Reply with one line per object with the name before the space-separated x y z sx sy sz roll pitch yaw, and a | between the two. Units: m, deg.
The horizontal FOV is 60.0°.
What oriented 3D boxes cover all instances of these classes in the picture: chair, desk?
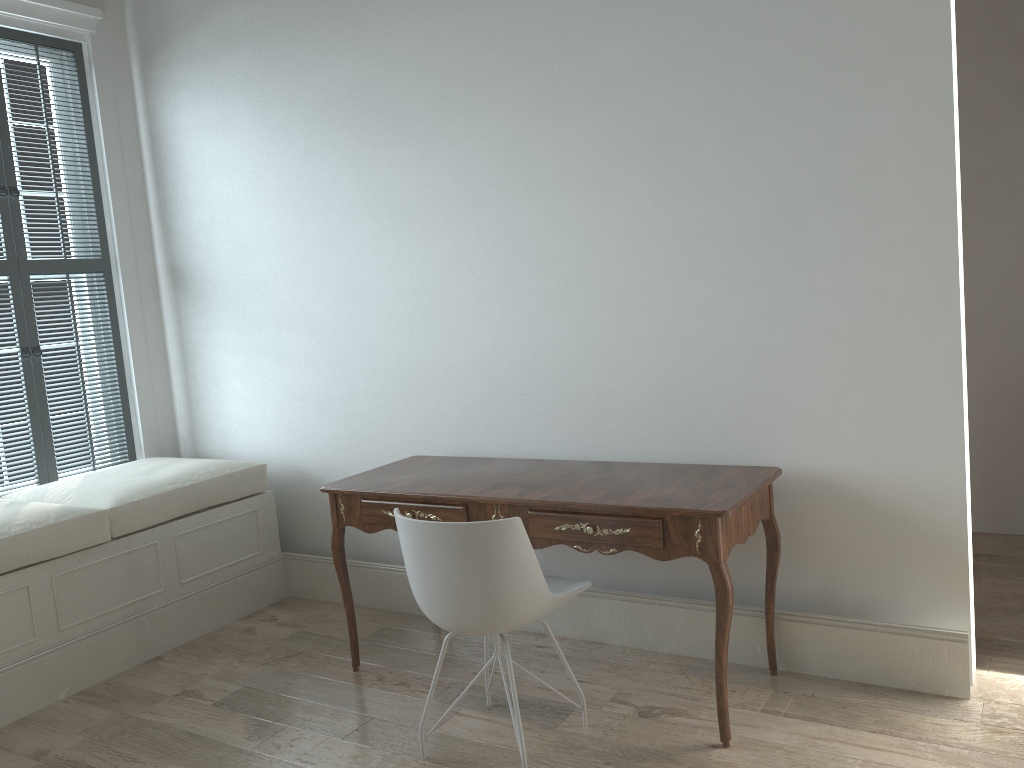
chair | -0.042 0.668 2.493 0.478 0.715 0.514 -1 7 31
desk | 0.111 0.635 2.914 1.443 0.668 0.555 -1 7 32

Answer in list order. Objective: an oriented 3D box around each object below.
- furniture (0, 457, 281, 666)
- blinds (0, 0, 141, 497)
furniture | -2.191 0.749 2.802 0.837 0.459 3.150 -1 7 32
blinds | -2.644 -0.400 2.919 0.141 2.238 3.076 -1 7 32
